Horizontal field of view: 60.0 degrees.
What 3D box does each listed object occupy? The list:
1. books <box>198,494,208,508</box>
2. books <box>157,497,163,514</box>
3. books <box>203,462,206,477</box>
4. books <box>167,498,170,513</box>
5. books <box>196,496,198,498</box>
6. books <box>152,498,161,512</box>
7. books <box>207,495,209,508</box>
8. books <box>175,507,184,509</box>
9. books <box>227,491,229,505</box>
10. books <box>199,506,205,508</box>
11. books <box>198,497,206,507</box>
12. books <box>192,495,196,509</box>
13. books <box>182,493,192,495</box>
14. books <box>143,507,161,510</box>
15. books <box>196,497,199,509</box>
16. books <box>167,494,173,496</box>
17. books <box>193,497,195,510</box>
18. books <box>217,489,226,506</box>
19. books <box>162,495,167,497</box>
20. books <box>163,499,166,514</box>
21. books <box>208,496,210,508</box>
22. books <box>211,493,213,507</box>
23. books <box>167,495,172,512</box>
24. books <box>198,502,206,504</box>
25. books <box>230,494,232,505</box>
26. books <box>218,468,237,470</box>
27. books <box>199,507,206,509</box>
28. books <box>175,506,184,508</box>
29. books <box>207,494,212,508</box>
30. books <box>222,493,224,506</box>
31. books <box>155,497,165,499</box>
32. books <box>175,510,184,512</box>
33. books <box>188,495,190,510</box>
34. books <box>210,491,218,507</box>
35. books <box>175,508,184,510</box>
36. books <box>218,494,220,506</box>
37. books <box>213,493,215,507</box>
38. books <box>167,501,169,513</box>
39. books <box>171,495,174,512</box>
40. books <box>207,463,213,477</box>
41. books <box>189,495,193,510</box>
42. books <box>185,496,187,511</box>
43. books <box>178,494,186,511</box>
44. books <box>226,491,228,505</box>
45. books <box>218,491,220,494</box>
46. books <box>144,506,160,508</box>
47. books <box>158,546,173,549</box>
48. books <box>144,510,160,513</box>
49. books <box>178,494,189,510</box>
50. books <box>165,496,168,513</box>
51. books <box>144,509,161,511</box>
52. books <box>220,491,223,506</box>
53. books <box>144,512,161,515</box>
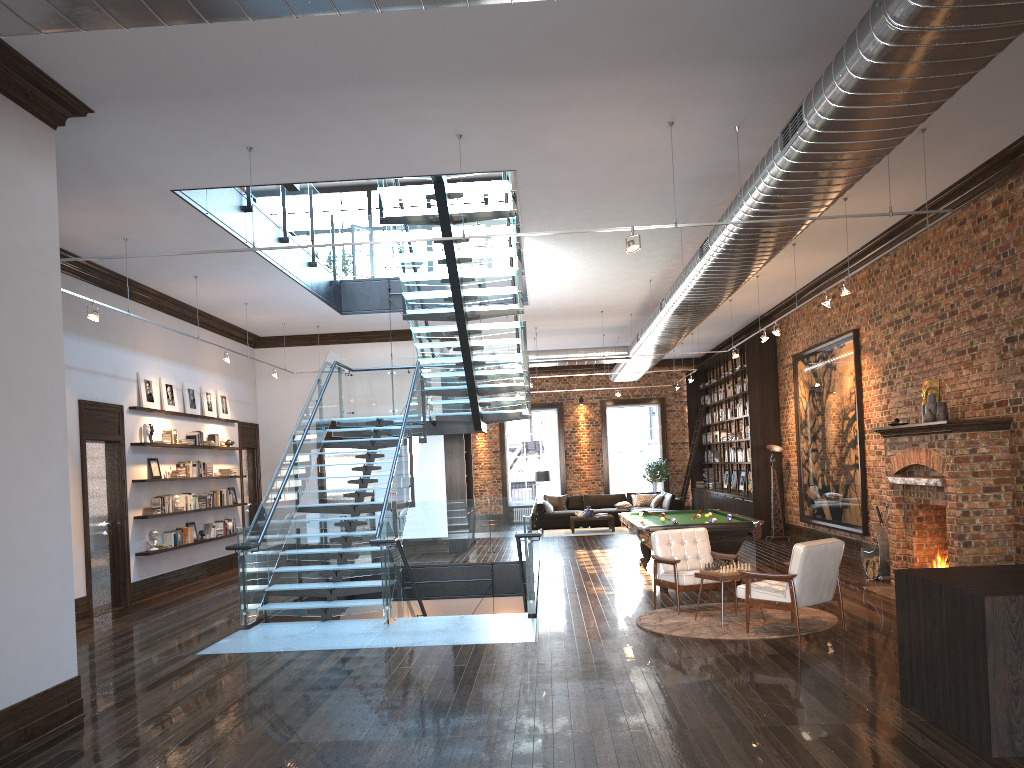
[{"bbox_3d":[-5.025,1.904,14.426,0.142,0.228,0.014,-3,0,2],"label":"books"},{"bbox_3d":[-5.085,1.749,12.742,0.134,0.236,0.013,-3,0,2],"label":"books"},{"bbox_3d":[-5.041,1.388,14.345,0.169,0.237,0.021,-3,0,2],"label":"books"},{"bbox_3d":[-5.078,1.782,12.970,0.150,0.210,0.035,-3,0,2],"label":"books"},{"bbox_3d":[-5.041,1.876,14.038,0.143,0.213,0.042,-3,-1,2],"label":"books"},{"bbox_3d":[-5.101,1.751,12.712,0.125,0.226,0.048,-3,-1,2],"label":"books"},{"bbox_3d":[-5.020,1.916,14.437,0.154,0.206,0.010,-3,0,2],"label":"books"},{"bbox_3d":[-5.062,1.875,13.372,0.142,0.011,0.257,-3,-5,-1],"label":"books"},{"bbox_3d":[-4.968,1.973,15.304,0.169,0.246,0.013,-3,0,2],"label":"books"},{"bbox_3d":[-5.029,1.972,14.215,0.142,0.011,0.257,-2,-5,-2],"label":"books"},{"bbox_3d":[-5.033,1.928,14.394,0.128,0.175,0.050,-3,-1,2],"label":"books"},{"bbox_3d":[-5.048,1.865,13.966,0.142,0.224,0.012,-3,0,2],"label":"books"},{"bbox_3d":[-5.042,1.825,13.760,0.157,0.265,0.011,-3,0,2],"label":"books"},{"bbox_3d":[-5.093,1.767,12.541,0.143,0.028,0.219,-3,-5,7],"label":"books"},{"bbox_3d":[-5.030,1.889,14.019,0.138,0.184,0.053,-3,-1,2],"label":"books"},{"bbox_3d":[-5.091,1.774,13.163,0.120,0.263,0.011,-3,0,2],"label":"books"},{"bbox_3d":[-5.035,1.867,13.867,0.158,0.201,0.060,-3,-1,2],"label":"books"},{"bbox_3d":[-4.982,1.949,15.229,0.145,0.281,0.006,-3,0,2],"label":"books"},{"bbox_3d":[-5.093,1.755,12.933,0.127,0.258,0.015,-3,0,2],"label":"books"},{"bbox_3d":[-5.079,1.770,12.797,0.156,0.202,0.013,-3,0,2],"label":"books"},{"bbox_3d":[-5.009,1.921,14.456,0.164,0.198,0.029,-3,0,2],"label":"books"},{"bbox_3d":[-5.015,1.928,14.701,0.115,0.229,0.025,-3,0,2],"label":"books"},{"bbox_3d":[-5.083,1.770,13.063,0.131,0.252,0.027,-3,0,2],"label":"books"},{"bbox_3d":[-5.032,1.908,14.216,0.142,0.011,0.257,-3,-5,6],"label":"books"},{"bbox_3d":[-4.966,2.019,15.471,0.156,0.185,0.051,-3,-1,2],"label":"books"},{"bbox_3d":[-4.985,1.490,15.549,0.193,0.007,0.347,-3,-5,4],"label":"books"},{"bbox_3d":[-5.030,1.994,14.215,0.142,0.011,0.257,-3,-5,5],"label":"books"},{"bbox_3d":[-5.061,1.853,13.372,0.141,0.011,0.288,-2,-5,-2],"label":"books"},{"bbox_3d":[-5.001,1.916,14.505,0.164,0.216,0.012,-3,0,2],"label":"books"},{"bbox_3d":[-4.977,1.968,15.073,0.166,0.213,0.027,-3,0,2],"label":"books"},{"bbox_3d":[-5.085,1.754,12.822,0.128,0.240,0.012,-3,0,2],"label":"books"},{"bbox_3d":[-5.062,1.918,13.371,0.141,0.011,0.287,-3,-5,0],"label":"books"},{"bbox_3d":[-5.049,1.832,13.685,0.153,0.239,0.010,-3,0,2],"label":"books"},{"bbox_3d":[-5.001,1.929,14.880,0.128,0.259,0.035,-3,0,2],"label":"books"},{"bbox_3d":[-5.058,1.885,13.371,0.142,0.011,0.258,-2,-5,-2],"label":"books"},{"bbox_3d":[-4.999,1.961,14.938,0.159,0.204,0.015,-3,0,2],"label":"books"},{"bbox_3d":[-5.008,1.929,14.745,0.136,0.235,0.014,-3,0,2],"label":"books"},{"bbox_3d":[-5.078,1.795,12.946,0.142,0.179,0.013,-3,0,2],"label":"books"},{"bbox_3d":[-5.081,1.776,13.127,0.141,0.251,0.012,-3,0,2],"label":"books"},{"bbox_3d":[-5.028,1.428,14.714,0.142,0.224,0.012,-3,0,2],"label":"books"},{"bbox_3d":[-5.034,1.839,13.748,0.170,0.234,0.012,-3,0,2],"label":"books"},{"bbox_3d":[-5.045,1.830,13.558,0.154,0.218,0.030,-3,0,2],"label":"books"},{"bbox_3d":[-5.052,1.811,13.528,0.141,0.251,0.012,-3,0,2],"label":"books"},{"bbox_3d":[-4.984,1.965,15.260,0.169,0.254,0.035,-3,0,2],"label":"books"},{"bbox_3d":[-4.997,1.935,14.955,0.144,0.259,0.019,-3,0,2],"label":"books"},{"bbox_3d":[-5.096,1.747,12.560,0.135,0.014,0.216,-3,-5,2],"label":"books"},{"bbox_3d":[-5.058,2.377,12.877,0.141,0.011,0.288,-3,-5,5],"label":"books"},{"bbox_3d":[-5.096,1.807,12.561,0.154,0.028,0.192,-2,-5,-3],"label":"books"},{"bbox_3d":[-5.045,1.819,13.626,0.148,0.252,0.012,-3,0,2],"label":"books"},{"bbox_3d":[-5.075,1.758,12.885,0.139,0.243,0.015,-3,0,2],"label":"books"},{"bbox_3d":[-5.091,1.787,12.555,0.159,0.011,0.184,-3,-5,2],"label":"books"},{"bbox_3d":[-4.983,1.941,15.019,0.161,0.258,0.019,-3,0,2],"label":"books"},{"bbox_3d":[-5.091,1.834,12.555,0.143,0.028,0.236,-3,-5,2],"label":"books"}]
